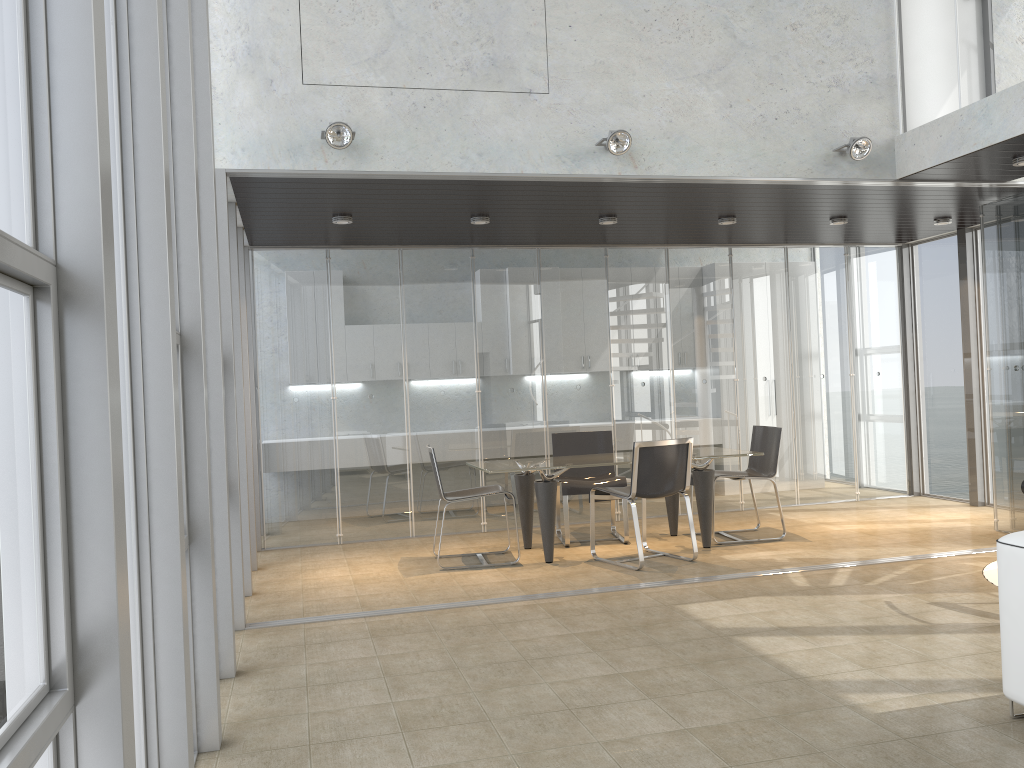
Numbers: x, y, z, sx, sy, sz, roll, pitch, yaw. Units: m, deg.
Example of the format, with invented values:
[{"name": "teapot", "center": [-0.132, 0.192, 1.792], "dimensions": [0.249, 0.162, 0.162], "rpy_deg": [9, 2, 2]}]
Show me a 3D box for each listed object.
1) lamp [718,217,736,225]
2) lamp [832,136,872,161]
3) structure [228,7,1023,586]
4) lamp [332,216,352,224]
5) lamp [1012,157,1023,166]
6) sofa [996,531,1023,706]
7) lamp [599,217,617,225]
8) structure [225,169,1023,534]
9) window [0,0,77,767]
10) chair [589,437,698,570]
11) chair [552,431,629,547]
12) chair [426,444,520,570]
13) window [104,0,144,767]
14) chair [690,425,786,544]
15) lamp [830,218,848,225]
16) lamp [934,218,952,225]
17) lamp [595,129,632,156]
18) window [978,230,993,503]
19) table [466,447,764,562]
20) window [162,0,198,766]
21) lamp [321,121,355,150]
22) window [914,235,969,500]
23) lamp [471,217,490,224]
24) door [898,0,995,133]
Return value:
[{"name": "lamp", "center": [1.826, -1.381, 7.521], "dimensions": [0.149, 0.038, 0.149], "rpy_deg": [-3, 0, 1]}, {"name": "lamp", "center": [2.335, -1.595, 6.058], "dimensions": [0.197, 0.154, 0.254], "rpy_deg": [-2, 0, -14]}, {"name": "structure", "center": [1.611, 0.851, 6.226], "dimensions": [6.700, 6.900, 4.916], "rpy_deg": [-2, 0, -14]}, {"name": "lamp", "center": [-1.291, -1.248, 6.751], "dimensions": [0.149, 0.038, 0.149], "rpy_deg": [-3, 0, 1]}, {"name": "lamp", "center": [3.355, -1.458, 5.791], "dimensions": [0.149, 0.038, 0.149], "rpy_deg": [-3, 0, 1]}, {"name": "sofa", "center": [3.202, 0.819, 3.248], "dimensions": [2.601, 0.638, 0.971], "rpy_deg": [-2, 0, -14]}, {"name": "lamp", "center": [0.787, -1.337, 7.264], "dimensions": [0.149, 0.038, 0.149], "rpy_deg": [-3, 0, 1]}, {"name": "structure", "center": [0.714, -1.984, 3.279], "dimensions": [9.817, 6.605, 10.665], "rpy_deg": [-2, 0, -15]}, {"name": "window", "center": [-0.817, -1.469, 1.234], "dimensions": [0.050, 5.700, 0.800], "rpy_deg": [-2, 0, -14]}, {"name": "chair", "center": [0.979, 0.871, 6.684], "dimensions": [0.546, 0.922, 0.660], "rpy_deg": [-2, 0, -29]}, {"name": "chair", "center": [0.667, 0.889, 7.675], "dimensions": [0.546, 0.922, 0.660], "rpy_deg": [-3, 0, -4]}, {"name": "chair", "center": [-0.319, 0.929, 6.951], "dimensions": [0.660, 0.922, 0.546], "rpy_deg": [-2, 0, -9]}, {"name": "window", "center": [-1.050, -1.454, 2.117], "dimensions": [0.010, 5.650, 0.741], "rpy_deg": [-2, 0, -14]}, {"name": "chair", "center": [1.896, 0.834, 7.493], "dimensions": [0.660, 0.922, 0.546], "rpy_deg": [-2, 0, -9]}, {"name": "lamp", "center": [2.865, -1.426, 7.778], "dimensions": [0.149, 0.038, 0.149], "rpy_deg": [-3, 0, 1]}, {"name": "lamp", "center": [3.904, -1.471, 8.035], "dimensions": [0.149, 0.038, 0.149], "rpy_deg": [-3, 0, 1]}, {"name": "lamp", "center": [0.656, -1.523, 5.643], "dimensions": [0.197, 0.154, 0.254], "rpy_deg": [-2, 0, -14]}, {"name": "window", "center": [4.654, -0.174, 8.209], "dimensions": [0.010, 2.646, 0.742], "rpy_deg": [-2, 0, -14]}, {"name": "table", "center": [0.829, 0.967, 7.241], "dimensions": [2.250, 0.733, 0.900], "rpy_deg": [-2, 0, -14]}, {"name": "window", "center": [-1.254, -1.441, 3.008], "dimensions": [0.050, 5.700, 0.800], "rpy_deg": [-2, 0, -14]}, {"name": "lamp", "center": [-1.021, -1.451, 5.215], "dimensions": [0.197, 0.154, 0.228], "rpy_deg": [-2, 0, -14]}, {"name": "window", "center": [4.435, -0.160, 9.096], "dimensions": [0.010, 2.646, 0.742], "rpy_deg": [-2, 0, -14]}, {"name": "lamp", "center": [-0.252, -1.292, 7.008], "dimensions": [0.149, 0.038, 0.149], "rpy_deg": [-3, 0, 1]}, {"name": "door", "center": [3.115, -2.818, 6.457], "dimensions": [0.800, 2.100, 0.100], "rpy_deg": [-2, 0, -14]}]
